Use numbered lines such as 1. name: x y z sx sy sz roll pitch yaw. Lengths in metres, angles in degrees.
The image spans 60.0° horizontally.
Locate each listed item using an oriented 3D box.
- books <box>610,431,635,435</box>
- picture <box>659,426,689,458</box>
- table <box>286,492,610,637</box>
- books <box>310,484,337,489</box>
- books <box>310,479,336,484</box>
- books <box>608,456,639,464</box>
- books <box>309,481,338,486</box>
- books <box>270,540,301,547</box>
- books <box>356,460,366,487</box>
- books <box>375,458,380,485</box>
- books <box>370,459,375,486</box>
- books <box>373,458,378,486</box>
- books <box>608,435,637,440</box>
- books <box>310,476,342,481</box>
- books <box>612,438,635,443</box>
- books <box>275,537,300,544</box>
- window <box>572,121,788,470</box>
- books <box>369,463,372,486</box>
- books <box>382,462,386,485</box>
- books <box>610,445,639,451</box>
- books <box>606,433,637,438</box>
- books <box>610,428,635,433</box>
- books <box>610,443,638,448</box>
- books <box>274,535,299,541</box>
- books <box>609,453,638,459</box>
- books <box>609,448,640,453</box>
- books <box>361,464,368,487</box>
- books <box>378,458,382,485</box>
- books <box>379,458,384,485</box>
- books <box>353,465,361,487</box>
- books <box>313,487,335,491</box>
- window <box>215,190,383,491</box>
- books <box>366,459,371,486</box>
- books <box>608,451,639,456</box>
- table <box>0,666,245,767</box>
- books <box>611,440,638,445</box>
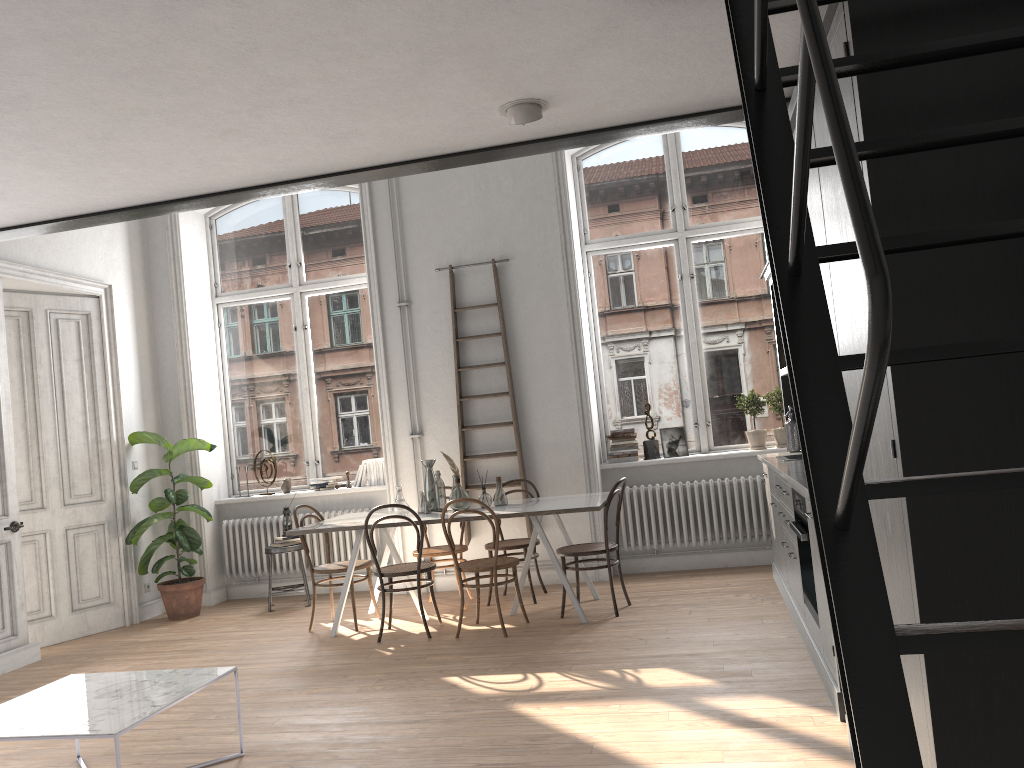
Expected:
1. books: 0.967 0.425 7.724 0.205 0.020 0.155 -6 -3 11
2. picture: 1.394 0.507 7.681 0.221 0.264 0.149 -5 -3 -5
3. table: -0.355 1.312 6.474 2.200 0.779 1.100 -6 -3 12
4. books: -1.755 0.954 8.274 0.205 0.022 0.155 -7 -3 31
5. books: -1.758 0.910 8.262 0.205 0.020 0.155 -6 -3 2
6. books: 0.972 0.655 7.706 0.248 0.043 0.192 -6 -3 11
7. books: -1.755 0.932 8.273 0.221 0.023 0.147 -7 -3 27
8. books: -1.956 1.389 7.743 0.246 0.034 0.194 -3 -4 -38
9. books: -1.374 0.827 8.212 0.100 0.235 0.174 -6 -3 11
10. books: -1.213 0.807 8.196 0.019 0.243 0.174 -6 -3 11
11. books: -1.259 0.811 8.179 0.024 0.243 0.175 -6 -3 11
12. books: -1.235 0.808 8.183 0.019 0.243 0.174 -6 -3 11
13. books: 0.966 0.469 7.723 0.244 0.019 0.174 -6 -3 11
14. books: -1.737 0.884 8.279 0.244 0.019 0.174 -7 -3 21
15. books: 0.973 0.488 7.721 0.205 0.022 0.155 -6 -3 7
16. books: -1.947 1.362 7.745 0.232 0.029 0.163 -5 -3 -18
17. window: 7.854 -5.750 9.672 14.387 15.929 26.403 -6 -3 11
18. books: -1.276 0.832 8.192 0.020 0.205 0.155 -6 -3 11
19. books: -1.150 0.818 8.167 0.020 0.205 0.155 -6 -3 11
20. books: 0.976 0.559 7.723 0.245 0.028 0.193 -6 -3 7
21. books: 0.956 0.448 7.726 0.231 0.023 0.162 -7 -3 27
22. books: 0.961 0.405 7.735 0.201 0.024 0.159 -6 -3 2
23. books: 0.977 0.533 7.719 0.205 0.022 0.155 -7 -3 26
24. books: -1.947 1.340 7.746 0.147 0.027 0.221 -8 -4 44
25. books: 0.970 0.622 7.706 0.249 0.023 0.175 -6 -3 7
26. books: 0.979 0.580 7.721 0.255 0.014 0.192 -6 -3 15
27. books: -1.348 0.841 8.207 0.072 0.203 0.155 -6 -3 11
28. books: -1.191 0.805 8.196 0.024 0.243 0.175 -6 -3 11
29. books: -1.174 0.802 8.171 0.019 0.243 0.174 -6 -3 11
30. books: -1.409 0.851 8.223 0.105 0.194 0.155 -6 -3 11
31. books: -1.758 0.977 8.277 0.147 0.023 0.221 -4 -3 -30
32. window: -2.016 -0.450 8.541 1.623 2.842 0.013 -6 -2 12
33. books: -1.299 0.817 8.219 0.024 0.243 0.175 -6 -3 11
34. books: 0.968 0.599 7.707 0.249 0.023 0.175 -6 -3 12
35. table: -1.715 1.495 3.646 0.849 0.392 0.849 -6 -3 11
36. books: 0.979 0.510 7.725 0.222 0.024 0.158 -6 -3 12
